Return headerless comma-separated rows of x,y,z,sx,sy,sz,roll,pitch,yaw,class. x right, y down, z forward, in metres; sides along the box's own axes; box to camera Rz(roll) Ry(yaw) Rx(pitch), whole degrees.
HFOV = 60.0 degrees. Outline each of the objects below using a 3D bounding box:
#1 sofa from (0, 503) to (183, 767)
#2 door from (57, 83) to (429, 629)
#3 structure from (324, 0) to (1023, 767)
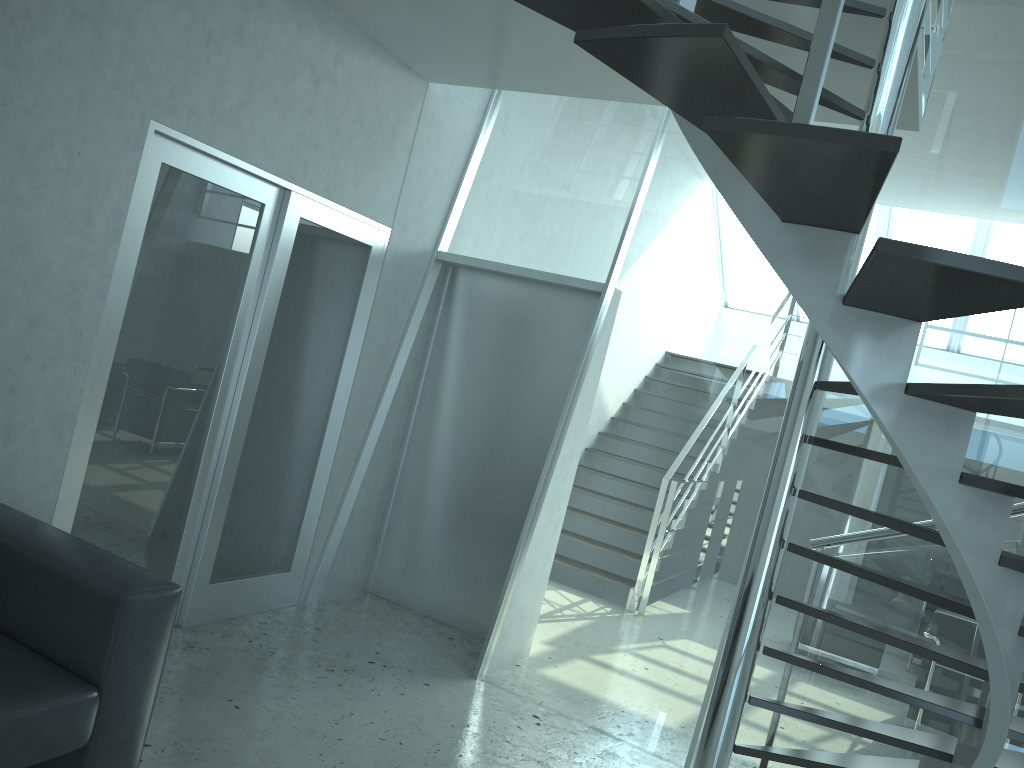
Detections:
-1.894,0.731,2.059,0.943,0.652,2.025,15,1,26,sofa
-1.402,-0.282,4.794,1.162,3.200,2.576,14,1,-17,door
0.419,-0.480,2.837,3.780,4.156,2.655,15,1,26,structure
